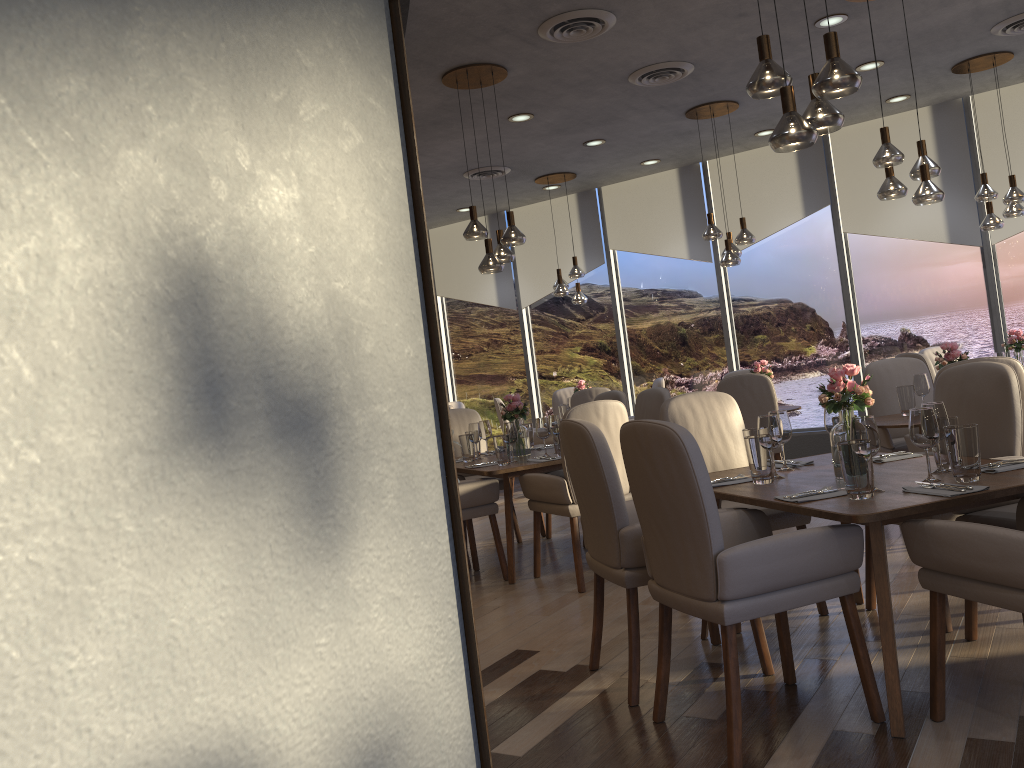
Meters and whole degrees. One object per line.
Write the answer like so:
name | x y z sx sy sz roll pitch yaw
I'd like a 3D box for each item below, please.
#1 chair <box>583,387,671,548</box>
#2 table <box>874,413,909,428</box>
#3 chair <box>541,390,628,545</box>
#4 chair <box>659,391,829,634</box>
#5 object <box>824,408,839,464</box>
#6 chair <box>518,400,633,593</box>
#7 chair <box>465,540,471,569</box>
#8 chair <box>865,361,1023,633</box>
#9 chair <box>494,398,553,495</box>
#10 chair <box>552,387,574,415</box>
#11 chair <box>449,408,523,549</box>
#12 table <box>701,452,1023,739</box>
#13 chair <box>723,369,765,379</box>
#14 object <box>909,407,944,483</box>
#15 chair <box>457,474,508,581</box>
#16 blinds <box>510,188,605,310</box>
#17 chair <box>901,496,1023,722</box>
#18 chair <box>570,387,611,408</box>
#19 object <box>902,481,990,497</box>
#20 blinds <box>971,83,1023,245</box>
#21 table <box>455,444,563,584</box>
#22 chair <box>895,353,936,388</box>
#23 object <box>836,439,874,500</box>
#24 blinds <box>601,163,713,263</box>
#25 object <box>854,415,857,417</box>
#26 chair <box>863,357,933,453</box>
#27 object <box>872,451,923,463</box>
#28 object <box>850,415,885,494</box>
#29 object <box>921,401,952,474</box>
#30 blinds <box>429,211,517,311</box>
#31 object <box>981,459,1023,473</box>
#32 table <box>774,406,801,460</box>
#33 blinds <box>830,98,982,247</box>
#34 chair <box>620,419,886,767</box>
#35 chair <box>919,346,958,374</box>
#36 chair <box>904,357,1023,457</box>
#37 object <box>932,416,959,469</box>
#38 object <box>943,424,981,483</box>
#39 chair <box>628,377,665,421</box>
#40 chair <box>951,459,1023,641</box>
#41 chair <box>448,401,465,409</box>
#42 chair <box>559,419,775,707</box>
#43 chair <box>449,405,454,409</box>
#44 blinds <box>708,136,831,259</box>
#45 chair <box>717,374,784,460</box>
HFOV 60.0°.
chair | 0.766 0.550 5.805 0.600 1.001 0.527 -7 -1 -21
table | 2.472 0.512 5.086 0.833 0.662 0.834 -7 0 7
chair | 0.545 0.575 6.325 0.600 1.001 0.527 -7 -1 -26
chair | 1.014 0.529 4.049 0.529 1.001 0.599 -7 -1 -14
object | 1.332 0.201 3.629 0.092 0.245 0.092 -8 -2 33
chair | 0.395 0.600 5.038 0.529 1.001 0.598 -6 -1 -26
chair | -0.674 0.728 5.792 0.600 1.001 0.527 -7 -1 -21
chair | 1.810 0.433 3.714 0.600 1.001 0.527 -7 -1 -19
chair | 0.170 0.606 9.145 0.600 1.001 0.528 -7 -1 -1
chair | 0.720 0.535 9.698 0.528 1.001 0.599 -7 -1 -5
chair | -0.297 0.677 6.552 0.529 1.001 0.598 -7 -1 -21
table | 1.287 0.667 3.245 0.965 0.666 1.305 -7 0 -16
chair | 2.123 0.372 7.869 0.528 1.001 0.600 -7 -1 13
object | 1.362 0.201 2.915 0.092 0.245 0.092 -6 -2 -37
chair | -0.432 0.701 5.278 0.600 1.001 0.527 -6 -1 -28
blinds | 0.446 -2.283 10.394 1.171 2.683 0.007 -8 -2 33
chair | 1.501 0.478 2.471 0.529 1.001 0.598 -7 -1 -19
chair | 0.783 0.533 8.539 0.528 1.001 0.599 -7 -1 -4
object | 1.327 0.320 2.753 0.157 0.019 0.254 -7 0 -17
blinds | 4.641 -2.633 7.692 1.171 2.683 0.007 -8 -2 33
table | 0.079 0.802 5.790 0.966 0.666 1.304 -7 0 -24
chair | 3.384 0.221 6.889 0.600 1.001 0.527 -7 -1 -10
object | 1.083 0.269 2.781 0.102 0.178 0.102 -7 -1 13
blinds | 1.469 -2.552 9.726 1.171 2.683 0.007 -8 -2 33
object | 1.403 0.225 3.714 0.102 0.178 0.102 -7 -1 -9
chair | 2.559 0.330 5.644 0.528 1.001 0.600 -7 -1 9
object | 1.501 0.294 3.572 0.255 0.019 0.157 -7 0 -15
object | 1.149 0.228 2.866 0.092 0.245 0.092 -8 -1 29
object | 1.474 0.186 3.075 0.092 0.245 0.092 -7 -1 10
blinds | -0.594 -2.159 11.067 1.171 2.683 0.007 -8 -2 33
object | 1.643 0.279 3.017 0.255 0.019 0.157 -7 0 -15
table | 1.990 0.560 7.299 0.834 0.662 0.833 -7 0 -7
blinds | 3.600 -2.508 8.364 1.171 2.683 0.007 -8 -2 33
chair | 0.721 0.572 2.802 0.600 1.001 0.527 -7 -1 -21
chair | 3.842 0.161 7.522 0.529 1.001 0.599 -7 -1 -14
chair | 2.344 0.363 4.503 0.528 1.001 0.600 -7 -1 10
object | 1.545 0.210 3.160 0.102 0.178 0.102 -7 -1 -9
object | 1.453 0.223 2.850 0.102 0.178 0.102 -7 -1 -21
chair | 1.322 0.464 9.142 0.600 1.001 0.528 -7 -1 -1
chair | 1.964 0.417 3.171 0.600 1.001 0.527 -7 -1 -14
chair | -0.816 0.721 10.271 0.529 1.001 0.598 -6 -2 -43
chair | 0.545 0.591 3.343 0.600 1.001 0.527 -7 -1 -14
chair | -0.830 0.732 8.602 0.601 1.001 0.527 -6 -1 -38
blinds | 2.522 -2.678 9.045 1.171 2.683 0.007 -8 -2 33
chair | 1.823 0.415 6.748 0.528 1.001 0.600 -7 -1 14
